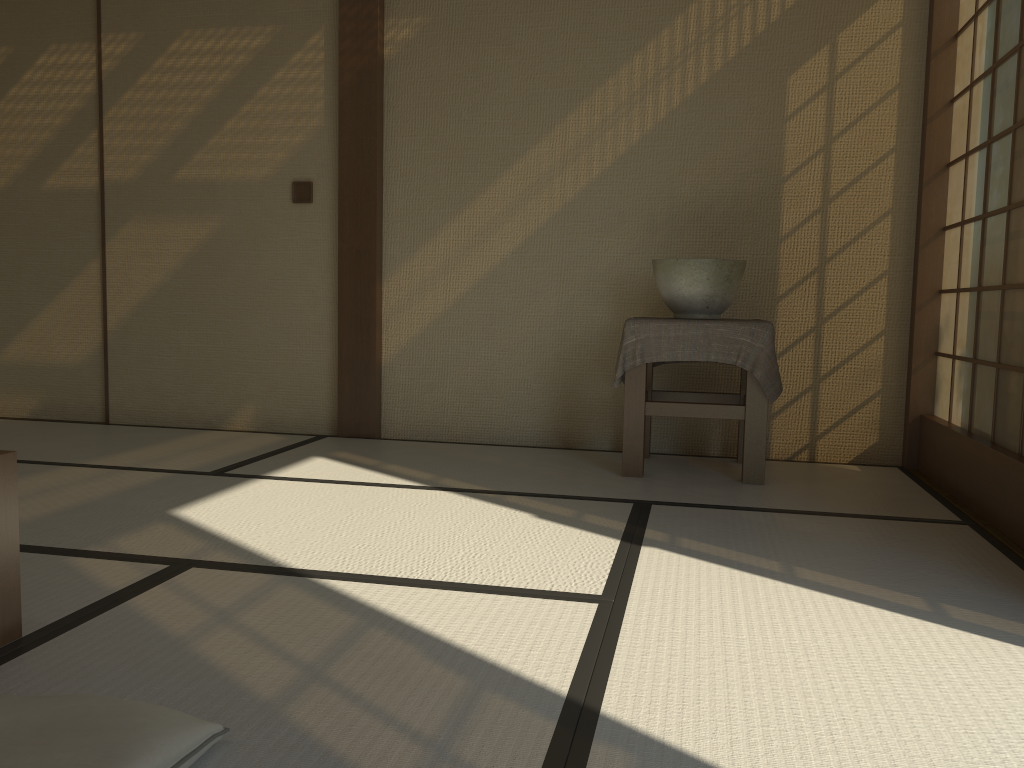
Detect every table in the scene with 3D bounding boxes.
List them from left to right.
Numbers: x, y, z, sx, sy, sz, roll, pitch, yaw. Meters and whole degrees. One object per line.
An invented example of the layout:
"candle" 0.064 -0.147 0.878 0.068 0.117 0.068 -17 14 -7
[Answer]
"table" -1.500 0.319 1.249 1.000 0.350 1.000 2 5 12
"table" 0.718 0.039 3.498 0.629 0.595 0.633 2 5 11

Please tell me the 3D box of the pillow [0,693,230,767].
"pillow" -0.668 0.492 1.062 0.486 0.107 0.496 2 5 5

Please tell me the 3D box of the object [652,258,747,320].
"object" 0.725 -0.366 3.448 0.357 0.230 0.358 -1 5 -18
